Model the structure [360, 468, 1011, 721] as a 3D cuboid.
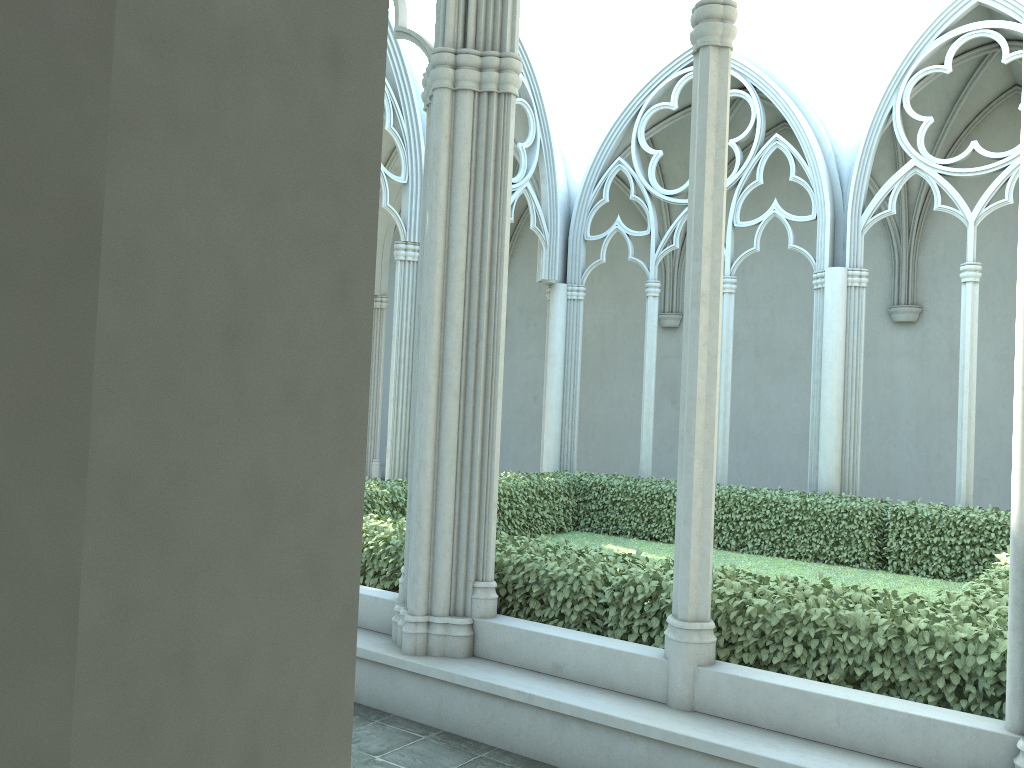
[{"bbox_3d":[1.728,1.709,9.283,8.018,0.963,7.995,1,-2,36],"label":"structure"}]
